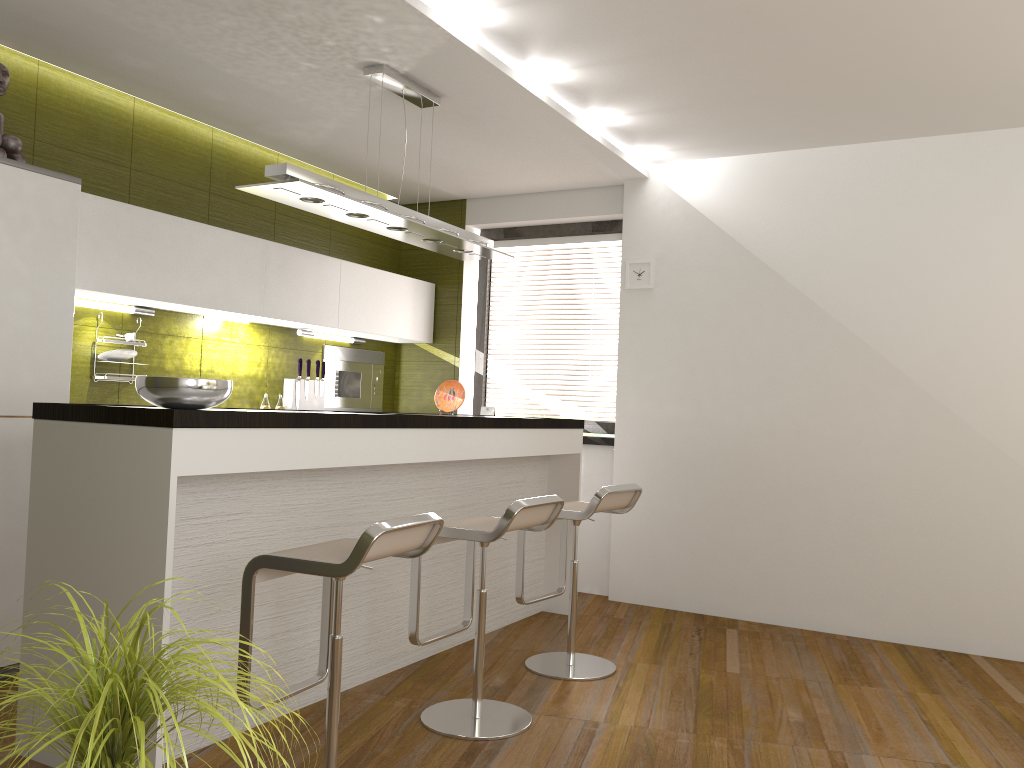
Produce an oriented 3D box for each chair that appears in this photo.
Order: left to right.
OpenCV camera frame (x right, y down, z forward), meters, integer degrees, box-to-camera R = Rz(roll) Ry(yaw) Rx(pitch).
[{"bbox_3d":[-0.501,0.801,2.604,0.460,0.857,0.418,2,-2,24],"label":"chair"},{"bbox_3d":[-0.098,0.839,3.348,0.460,0.857,0.418,1,-2,29],"label":"chair"},{"bbox_3d":[0.305,0.878,4.091,0.460,0.857,0.418,1,-2,34],"label":"chair"}]

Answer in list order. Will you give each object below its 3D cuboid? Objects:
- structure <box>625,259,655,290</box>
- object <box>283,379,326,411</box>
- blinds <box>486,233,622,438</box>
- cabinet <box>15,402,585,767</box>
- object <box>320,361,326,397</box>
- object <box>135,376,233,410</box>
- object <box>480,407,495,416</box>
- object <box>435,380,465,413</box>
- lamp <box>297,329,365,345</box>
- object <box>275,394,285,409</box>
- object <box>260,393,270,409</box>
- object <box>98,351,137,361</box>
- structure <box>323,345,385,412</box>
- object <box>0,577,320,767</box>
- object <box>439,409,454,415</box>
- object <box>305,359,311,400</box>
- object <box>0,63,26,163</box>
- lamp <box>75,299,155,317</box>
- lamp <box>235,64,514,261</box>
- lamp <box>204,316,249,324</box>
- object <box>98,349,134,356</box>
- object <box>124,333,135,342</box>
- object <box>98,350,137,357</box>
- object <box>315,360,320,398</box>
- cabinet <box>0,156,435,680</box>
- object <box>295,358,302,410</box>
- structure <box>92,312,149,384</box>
[{"bbox_3d":[0.804,-0.687,5.573,0.180,0.180,0.026,1,-2,29],"label":"structure"},{"bbox_3d":[-1.303,0.087,5.565,0.107,0.227,0.293,1,-2,29],"label":"object"},{"bbox_3d":[-0.743,-2.837,10.254,16.000,12.704,9.030,3,-2,-22],"label":"blinds"},{"bbox_3d":[-0.594,0.700,4.013,0.663,1.134,2.947,1,-2,29],"label":"cabinet"},{"bbox_3d":[-1.209,-0.029,5.648,0.013,0.231,0.040,1,-2,29],"label":"object"},{"bbox_3d":[-1.119,0.034,3.030,0.311,0.105,0.311,1,-2,41],"label":"object"},{"bbox_3d":[-0.172,0.246,6.216,0.106,0.169,0.057,2,-2,23],"label":"object"},{"bbox_3d":[-0.337,0.066,4.813,0.184,0.178,0.055,2,-2,25],"label":"object"},{"bbox_3d":[-1.189,-0.309,5.890,0.095,0.041,0.716,1,-2,28],"label":"lamp"},{"bbox_3d":[-1.406,0.119,5.385,0.059,0.121,0.059,2,-2,-4],"label":"object"},{"bbox_3d":[-1.461,0.113,5.259,0.059,0.121,0.059,3,-2,-15],"label":"object"},{"bbox_3d":[-1.956,-0.139,4.399,0.173,0.052,0.181,1,-2,29],"label":"object"},{"bbox_3d":[-1.093,-0.009,6.153,0.015,0.469,0.663,1,-2,29],"label":"structure"},{"bbox_3d":[-0.591,0.735,1.274,0.585,0.904,0.606,2,-2,-3],"label":"object"},{"bbox_3d":[-0.338,0.104,4.811,0.088,0.131,0.072,2,-2,24],"label":"object"},{"bbox_3d":[-1.276,-0.024,5.525,0.013,0.264,0.042,1,-2,29],"label":"object"},{"bbox_3d":[-2.191,-1.141,3.740,0.304,0.488,0.195,2,-2,26],"label":"object"},{"bbox_3d":[-2.060,-0.390,4.346,0.041,0.041,0.715,1,-2,29],"label":"lamp"},{"bbox_3d":[-0.516,-1.054,4.101,0.326,0.683,1.677,1,-2,29],"label":"lamp"},{"bbox_3d":[-1.648,-0.369,5.134,0.008,0.008,0.334,1,-2,29],"label":"lamp"},{"bbox_3d":[-1.957,-0.145,4.400,0.173,0.052,0.181,1,-2,29],"label":"object"},{"bbox_3d":[-1.945,-0.235,4.506,0.046,0.053,0.051,3,-2,-30],"label":"object"},{"bbox_3d":[-1.956,-0.142,4.400,0.173,0.052,0.181,1,-2,29],"label":"object"},{"bbox_3d":[-1.233,-0.030,5.603,0.013,0.243,0.036,1,-2,29],"label":"object"},{"bbox_3d":[-1.625,0.208,4.988,0.724,2.089,3.471,1,-2,29],"label":"cabinet"},{"bbox_3d":[-1.315,0.010,5.454,0.013,0.339,0.046,1,-2,29],"label":"object"},{"bbox_3d":[-1.960,-0.176,4.460,0.110,0.346,0.266,1,-2,29],"label":"structure"}]
